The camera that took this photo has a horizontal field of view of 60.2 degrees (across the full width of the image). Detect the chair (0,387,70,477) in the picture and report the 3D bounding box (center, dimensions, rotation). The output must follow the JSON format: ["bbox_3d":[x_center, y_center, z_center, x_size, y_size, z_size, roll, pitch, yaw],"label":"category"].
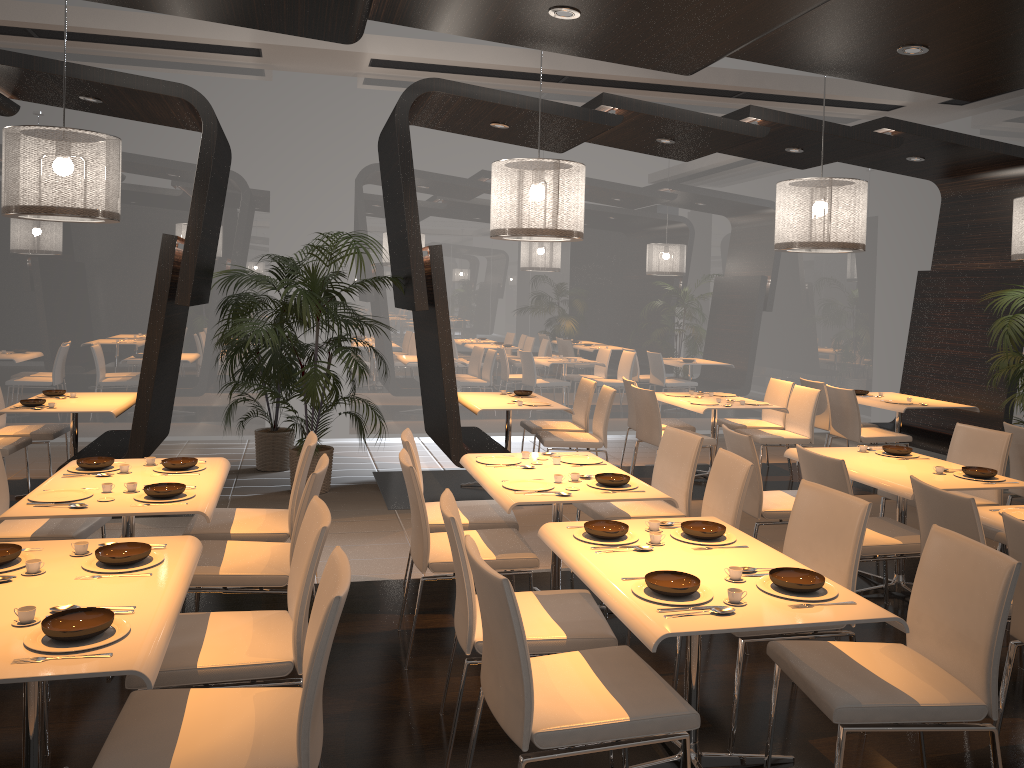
[{"bbox_3d":[-3.815,0.381,6.871,0.605,0.868,0.485,1,2,-11],"label":"chair"}]

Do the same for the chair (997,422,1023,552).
[{"bbox_3d":[3.488,0.708,5.592,0.605,0.872,0.485,1,2,-6],"label":"chair"}]

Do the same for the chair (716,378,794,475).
[{"bbox_3d":[2.293,0.396,8.358,0.605,0.872,0.485,1,2,-11],"label":"chair"}]

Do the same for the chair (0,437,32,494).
[{"bbox_3d":[-3.786,0.447,6.224,0.605,0.868,0.485,1,2,-11],"label":"chair"}]

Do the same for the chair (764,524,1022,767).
[{"bbox_3d":[1.187,0.929,2.784,0.605,0.868,0.485,1,2,-6],"label":"chair"}]

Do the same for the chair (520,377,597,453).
[{"bbox_3d":[0.417,0.394,7.879,0.605,0.872,0.485,1,2,-11],"label":"chair"}]

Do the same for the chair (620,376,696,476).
[{"bbox_3d":[1.326,0.388,8.155,0.605,0.868,0.485,1,2,-6],"label":"chair"}]

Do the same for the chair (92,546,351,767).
[{"bbox_3d":[-0.739,0.927,2.319,0.605,0.872,0.485,1,2,-11],"label":"chair"}]

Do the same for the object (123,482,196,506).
[{"bbox_3d":[-1.497,0.451,3.740,0.303,0.044,0.366,0,6,-15],"label":"object"}]

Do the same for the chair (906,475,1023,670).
[{"bbox_3d":[2.029,0.861,3.700,0.605,0.872,0.485,1,2,-6],"label":"chair"}]

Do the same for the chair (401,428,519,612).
[{"bbox_3d":[-0.292,0.699,4.661,0.605,0.868,0.485,1,2,-6],"label":"chair"}]

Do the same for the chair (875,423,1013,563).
[{"bbox_3d":[2.645,0.703,5.393,0.605,0.868,0.485,1,3,-16],"label":"chair"}]

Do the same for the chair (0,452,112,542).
[{"bbox_3d":[-2.301,0.691,4.207,0.605,0.868,0.485,1,2,-6],"label":"chair"}]

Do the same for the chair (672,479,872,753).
[{"bbox_3d":[1.016,0.859,3.454,0.605,0.872,0.485,1,2,-16],"label":"chair"}]

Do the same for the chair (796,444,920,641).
[{"bbox_3d":[1.788,0.775,4.486,0.605,0.872,0.485,1,2,-11],"label":"chair"}]

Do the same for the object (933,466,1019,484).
[{"bbox_3d":[2.406,0.465,4.636,0.303,0.044,0.366,0,6,-15],"label":"object"}]

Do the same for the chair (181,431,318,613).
[{"bbox_3d":[-1.283,0.701,4.383,0.605,0.868,0.485,1,2,-11],"label":"chair"}]

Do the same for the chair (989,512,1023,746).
[{"bbox_3d":[2.086,0.925,3.078,0.605,0.872,0.485,1,2,-11],"label":"chair"}]

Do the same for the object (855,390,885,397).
[{"bbox_3d":[3.434,0.089,8.615,0.303,0.044,0.366,0,6,-15],"label":"object"}]

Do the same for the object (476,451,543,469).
[{"bbox_3d":[-0.011,0.399,4.677,0.335,0.038,0.378,-1,6,-20],"label":"object"}]

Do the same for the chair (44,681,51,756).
[{"bbox_3d":[-1.846,0.850,2.759,0.605,0.868,0.485,1,2,-6],"label":"chair"}]

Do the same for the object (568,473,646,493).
[{"bbox_3d":[0.440,0.456,4.200,0.303,0.044,0.366,0,6,-15],"label":"object"}]

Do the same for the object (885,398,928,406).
[{"bbox_3d":[3.575,0.157,8.013,0.335,0.038,0.378,-1,6,-20],"label":"object"}]

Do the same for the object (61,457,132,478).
[{"bbox_3d":[-1.965,0.389,4.229,0.303,0.044,0.366,0,6,-15],"label":"object"}]

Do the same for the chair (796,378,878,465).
[{"bbox_3d":[3.139,0.394,8.575,0.605,0.868,0.485,1,2,-11],"label":"chair"}]

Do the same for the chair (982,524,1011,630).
[{"bbox_3d":[2.740,0.776,4.704,0.605,0.868,0.485,1,2,-11],"label":"chair"}]

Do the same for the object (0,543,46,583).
[{"bbox_3d":[-1.599,0.548,2.758,0.303,0.044,0.366,0,6,-15],"label":"object"}]

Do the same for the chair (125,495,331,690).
[{"bbox_3d":[-0.918,0.861,2.921,0.605,0.872,0.485,1,2,-16],"label":"chair"}]

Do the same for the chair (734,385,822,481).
[{"bbox_3d":[2.322,0.460,7.712,0.605,0.868,0.485,1,2,-11],"label":"chair"}]

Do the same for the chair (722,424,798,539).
[{"bbox_3d":[1.544,0.701,5.131,0.605,0.868,0.485,1,2,-6],"label":"chair"}]

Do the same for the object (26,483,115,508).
[{"bbox_3d":[-1.813,0.456,3.642,0.335,0.038,0.378,-1,6,-20],"label":"object"}]

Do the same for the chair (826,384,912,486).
[{"bbox_3d":[3.168,0.463,7.929,0.605,0.872,0.485,1,2,-11],"label":"chair"}]

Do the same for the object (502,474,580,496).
[{"bbox_3d":[0.136,0.464,4.081,0.335,0.038,0.378,-1,6,-20],"label":"object"}]

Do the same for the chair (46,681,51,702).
[{"bbox_3d":[-2.126,0.764,3.537,0.605,0.868,0.485,1,3,-16],"label":"chair"}]

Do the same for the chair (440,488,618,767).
[{"bbox_3d":[0.032,0.856,3.193,0.605,0.868,0.485,1,2,-6],"label":"chair"}]

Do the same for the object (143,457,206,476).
[{"bbox_3d":[-1.649,0.389,4.312,0.303,0.044,0.366,0,6,-15],"label":"object"}]

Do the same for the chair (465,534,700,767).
[{"bbox_3d":[0.168,0.919,2.609,0.605,0.868,0.485,1,3,-16],"label":"chair"}]

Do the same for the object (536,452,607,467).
[{"bbox_3d":[0.310,0.394,4.809,0.335,0.038,0.378,-1,6,-25],"label":"object"}]

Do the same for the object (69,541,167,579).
[{"bbox_3d":[-1.278,0.548,2.846,0.303,0.044,0.366,0,6,-15],"label":"object"}]

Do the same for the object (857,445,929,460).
[{"bbox_3d":[2.252,0.397,5.267,0.303,0.044,0.366,0,6,-15],"label":"object"}]

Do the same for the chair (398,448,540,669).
[{"bbox_3d":[-0.222,0.763,4.048,0.605,0.868,0.485,1,2,-11],"label":"chair"}]

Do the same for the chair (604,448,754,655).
[{"bbox_3d":[0.796,0.775,4.224,0.605,0.872,0.485,1,2,-6],"label":"chair"}]

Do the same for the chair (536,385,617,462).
[{"bbox_3d":[0.525,0.458,7.252,0.605,0.868,0.485,1,2,-6],"label":"chair"}]

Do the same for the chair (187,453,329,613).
[{"bbox_3d":[-1.104,0.766,3.781,0.605,0.868,0.485,1,2,-6],"label":"chair"}]

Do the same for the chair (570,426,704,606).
[{"bbox_3d":[0.701,0.700,4.913,0.605,0.868,0.485,1,3,-16],"label":"chair"}]

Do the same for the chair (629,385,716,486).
[{"bbox_3d":[1.332,0.462,7.454,0.605,0.872,0.485,1,2,-16],"label":"chair"}]
